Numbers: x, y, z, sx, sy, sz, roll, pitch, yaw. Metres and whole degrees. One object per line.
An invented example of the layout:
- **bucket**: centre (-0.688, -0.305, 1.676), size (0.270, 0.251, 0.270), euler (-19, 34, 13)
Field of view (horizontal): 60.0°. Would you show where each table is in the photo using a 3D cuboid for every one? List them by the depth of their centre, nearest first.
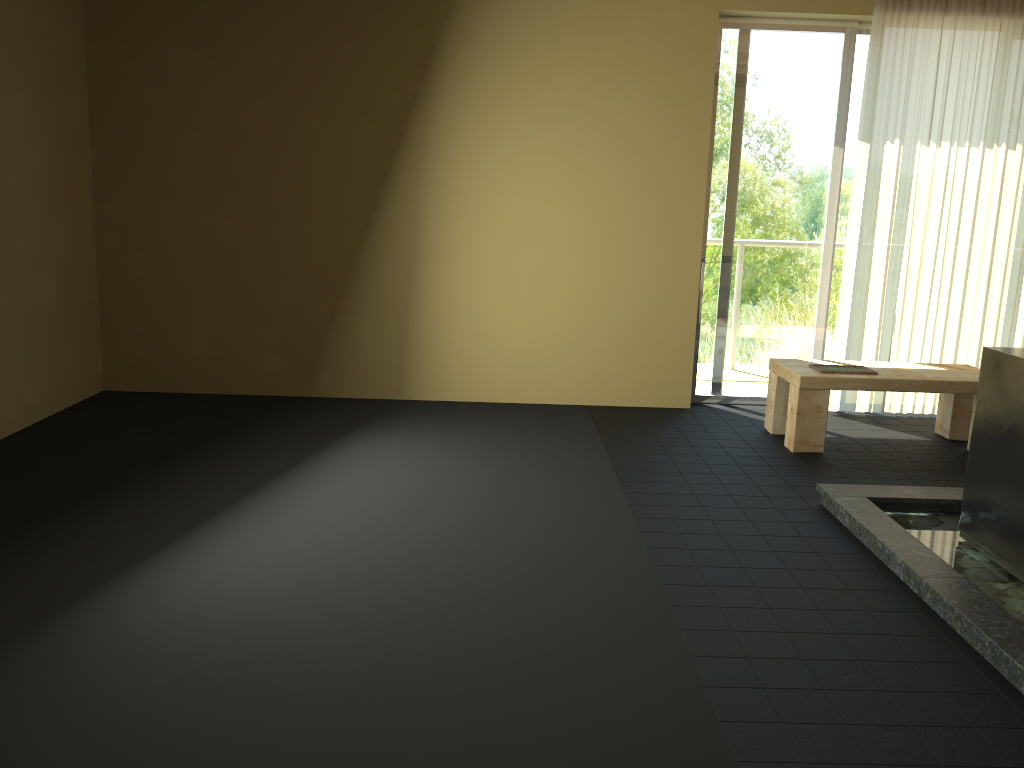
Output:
- **table**: centre (1.993, 0.121, 4.740), size (1.124, 0.399, 0.515), euler (2, 11, -1)

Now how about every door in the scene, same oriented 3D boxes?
- **door**: centre (1.642, -0.995, 5.418), size (1.037, 2.327, 0.063), euler (2, 11, -2)

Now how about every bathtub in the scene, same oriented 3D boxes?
- **bathtub**: centre (2.781, 0.124, 2.745), size (2.132, 1.159, 1.071), euler (2, 11, -1)

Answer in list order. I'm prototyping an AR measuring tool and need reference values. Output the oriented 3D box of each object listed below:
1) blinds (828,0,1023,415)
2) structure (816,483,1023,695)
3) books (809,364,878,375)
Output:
- **blinds**: centre (2.900, -1.069, 5.197), size (1.944, 2.573, 0.064), euler (2, 11, -2)
- **structure**: centre (3.193, 0.873, 2.861), size (3.800, 0.634, 1.978), euler (2, 12, -1)
- **books**: centre (1.725, -0.076, 4.626), size (0.294, 0.014, 0.182), euler (2, 12, -1)
